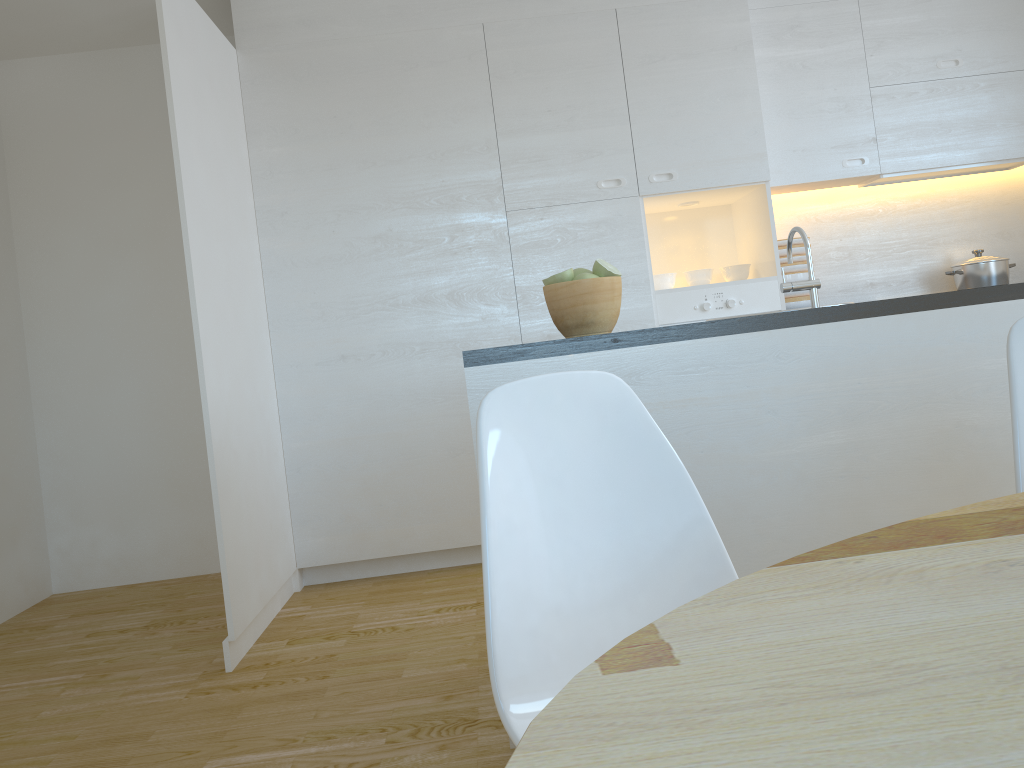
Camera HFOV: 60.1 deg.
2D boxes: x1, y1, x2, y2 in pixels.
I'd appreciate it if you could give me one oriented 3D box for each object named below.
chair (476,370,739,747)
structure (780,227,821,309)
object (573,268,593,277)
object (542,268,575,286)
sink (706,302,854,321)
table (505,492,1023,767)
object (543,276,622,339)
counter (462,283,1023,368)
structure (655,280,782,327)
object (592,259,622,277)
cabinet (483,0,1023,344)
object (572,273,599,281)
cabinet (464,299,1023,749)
[{"bbox_3d":[0.243,0.425,1.040,0.431,0.902,0.521,-7,-1,-32],"label":"chair"},{"bbox_3d":[0.715,-0.295,2.279,0.097,0.215,0.162,-7,0,-1],"label":"structure"},{"bbox_3d":[0.192,-0.260,2.348,0.102,0.099,0.087,-7,0,19],"label":"object"},{"bbox_3d":[0.121,-0.264,2.293,0.084,0.065,0.086,-7,1,10],"label":"object"},{"bbox_3d":[0.757,-0.127,2.484,0.403,0.157,0.405,-5,2,40],"label":"sink"},{"bbox_3d":[1.119,0.429,0.425,2.190,0.726,1.193,-7,1,-3],"label":"table"},{"bbox_3d":[0.190,-0.195,2.300,0.206,0.142,0.204,-8,2,-40],"label":"object"},{"bbox_3d":[1.064,-0.217,2.462,2.401,0.040,0.601,-7,2,-2],"label":"counter"},{"bbox_3d":[0.957,-0.138,3.969,0.561,0.597,0.049,-7,-1,-2],"label":"structure"},{"bbox_3d":[0.246,-0.294,2.302,0.074,0.072,0.077,-7,1,23],"label":"object"},{"bbox_3d":[1.591,-0.677,4.227,3.201,2.304,0.480,-7,-1,-2],"label":"cabinet"},{"bbox_3d":[0.197,-0.243,2.267,0.098,0.085,0.081,-8,1,-37],"label":"object"},{"bbox_3d":[1.122,0.255,2.451,2.401,0.911,0.600,-7,0,-2],"label":"cabinet"}]
